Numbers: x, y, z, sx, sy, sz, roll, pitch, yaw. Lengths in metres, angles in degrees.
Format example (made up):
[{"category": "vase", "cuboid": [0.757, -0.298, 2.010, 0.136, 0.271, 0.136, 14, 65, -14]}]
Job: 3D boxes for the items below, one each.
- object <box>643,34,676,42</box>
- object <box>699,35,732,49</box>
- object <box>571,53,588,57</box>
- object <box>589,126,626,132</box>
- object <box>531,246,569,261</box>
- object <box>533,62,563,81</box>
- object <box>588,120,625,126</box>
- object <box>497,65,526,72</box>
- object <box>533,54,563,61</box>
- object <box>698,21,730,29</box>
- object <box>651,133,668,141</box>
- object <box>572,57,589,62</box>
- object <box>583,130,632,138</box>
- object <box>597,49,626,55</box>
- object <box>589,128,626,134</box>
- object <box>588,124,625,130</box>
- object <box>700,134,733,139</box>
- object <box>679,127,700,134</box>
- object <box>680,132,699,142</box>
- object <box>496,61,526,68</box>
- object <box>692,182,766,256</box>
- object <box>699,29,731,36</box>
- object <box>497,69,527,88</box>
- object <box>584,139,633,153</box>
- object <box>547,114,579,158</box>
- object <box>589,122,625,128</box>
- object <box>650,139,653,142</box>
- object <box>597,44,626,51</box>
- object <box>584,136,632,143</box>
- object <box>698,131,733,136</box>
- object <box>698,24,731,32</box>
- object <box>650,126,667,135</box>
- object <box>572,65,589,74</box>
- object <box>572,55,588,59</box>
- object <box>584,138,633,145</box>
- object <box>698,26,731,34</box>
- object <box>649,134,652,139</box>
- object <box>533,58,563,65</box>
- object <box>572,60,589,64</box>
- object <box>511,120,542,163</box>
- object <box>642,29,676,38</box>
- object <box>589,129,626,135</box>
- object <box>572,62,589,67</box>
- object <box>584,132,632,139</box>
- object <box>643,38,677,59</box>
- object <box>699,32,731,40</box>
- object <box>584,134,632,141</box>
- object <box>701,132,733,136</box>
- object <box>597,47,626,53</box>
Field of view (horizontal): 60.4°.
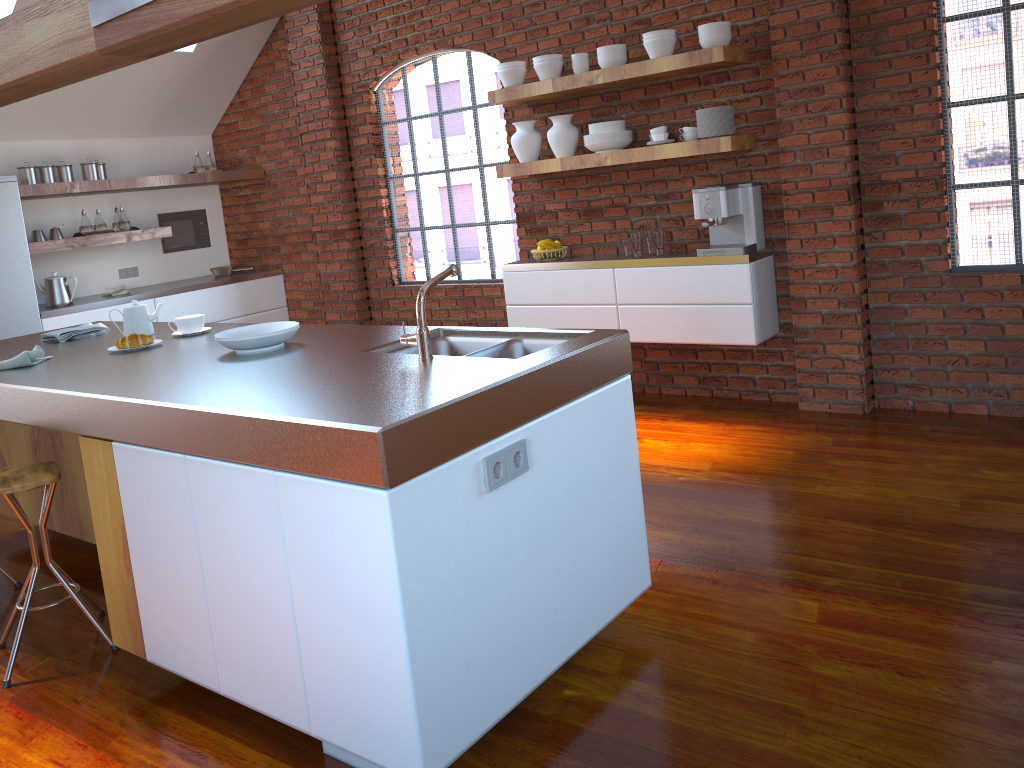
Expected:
[{"category": "object", "cuboid": [0.801, -1.823, 4.755, 0.179, 0.102, 0.185, -5, 11, 8]}, {"category": "object", "cuboid": [1.061, -1.771, 4.584, 0.166, 0.060, 0.168, -9, 12, -12]}, {"category": "object", "cuboid": [0.397, -1.889, 5.124, 0.099, 0.060, 0.100, -9, 11, -12]}, {"category": "object", "cuboid": [0.550, -1.445, 5.062, 0.213, 0.054, 0.218, 1, 14, 29]}, {"category": "object", "cuboid": [0.237, -0.807, 5.470, 0.235, 0.070, 0.240, -7, 12, -4]}, {"category": "object", "cuboid": [0.221, -1.840, 5.210, 0.181, 0.102, 0.183, -10, 12, -15]}, {"category": "object", "cuboid": [0.547, -1.474, 5.059, 0.213, 0.054, 0.218, 1, 14, 29]}, {"category": "object", "cuboid": [0.003, -1.865, 5.329, 0.181, 0.102, 0.183, -10, 12, -15]}, {"category": "object", "cuboid": [0.216, -1.883, 5.205, 0.181, 0.102, 0.183, -10, 12, -15]}, {"category": "object", "cuboid": [1.053, -1.838, 4.577, 0.166, 0.060, 0.168, -9, 12, -12]}, {"category": "object", "cuboid": [0.812, -1.348, 4.824, 0.092, 0.046, 0.101, 1, 14, 32]}, {"category": "object", "cuboid": [0.400, -1.864, 5.126, 0.099, 0.060, 0.100, -9, 11, -12]}, {"category": "object", "cuboid": [0.554, -1.415, 5.066, 0.281, 0.054, 0.288, -1, 13, 21]}, {"category": "object", "cuboid": [0.567, -1.849, 4.976, 0.165, 0.060, 0.169, 1, 14, 32]}, {"category": "object", "cuboid": [0.552, -1.434, 5.064, 0.213, 0.054, 0.218, 1, 14, 29]}, {"category": "object", "cuboid": [0.549, -1.455, 5.061, 0.213, 0.054, 0.218, 1, 14, 29]}, {"category": "object", "cuboid": [1.086, -1.310, 4.667, 0.197, 0.013, 0.196, -15, 15, -34]}, {"category": "object", "cuboid": [0.982, -1.381, 4.816, 0.093, 0.058, 0.101, -12, 13, -27]}, {"category": "object", "cuboid": [0.981, -1.348, 4.816, 0.092, 0.046, 0.100, -10, 12, -17]}, {"category": "object", "cuboid": [0.001, -1.887, 5.327, 0.181, 0.102, 0.183, -10, 12, -15]}, {"category": "object", "cuboid": [1.149, -0.887, 4.708, 0.270, 0.365, 0.386, 0, 12, 38]}, {"category": "object", "cuboid": [1.058, -1.800, 4.581, 0.166, 0.060, 0.168, -9, 12, -12]}, {"category": "object", "cuboid": [0.006, -1.844, 5.332, 0.181, 0.102, 0.183, -10, 12, -15]}, {"category": "object", "cuboid": [0.559, -1.365, 5.071, 0.281, 0.054, 0.288, -1, 13, 21]}, {"category": "object", "cuboid": [0.308, -1.477, 5.263, 0.192, 0.246, 0.196, -5, 9, 10]}, {"category": "object", "cuboid": [0.548, -1.464, 5.060, 0.213, 0.054, 0.218, 1, 14, 29]}, {"category": "object", "cuboid": [0.835, -1.376, 5.009, 0.092, 0.046, 0.101, -3, 12, 18]}, {"category": "object", "cuboid": [0.564, -1.874, 4.973, 0.165, 0.060, 0.169, 1, 14, 32]}, {"category": "object", "cuboid": [0.557, -1.386, 5.069, 0.281, 0.054, 0.288, -1, 13, 21]}, {"category": "object", "cuboid": [1.084, -1.324, 4.666, 0.197, 0.013, 0.196, -15, 15, -34]}, {"category": "object", "cuboid": [1.055, -1.824, 4.578, 0.166, 0.060, 0.168, -9, 12, -12]}, {"category": "object", "cuboid": [0.802, -1.379, 4.823, 0.091, 0.058, 0.102, -2, 12, 21]}, {"category": "object", "cuboid": [0.405, -1.822, 5.131, 0.099, 0.060, 0.100, -9, 11, -12]}, {"category": "object", "cuboid": [0.399, -1.876, 5.125, 0.099, 0.060, 0.100, -9, 11, -12]}, {"category": "object", "cuboid": [0.558, -1.375, 5.070, 0.281, 0.054, 0.288, -1, 13, 21]}, {"category": "object", "cuboid": [1.056, -1.813, 4.579, 0.166, 0.060, 0.168, -9, 12, -12]}, {"category": "object", "cuboid": [0.825, -1.407, 5.006, 0.092, 0.058, 0.102, -5, 11, 7]}, {"category": "object", "cuboid": [0.218, -1.861, 5.208, 0.181, 0.102, 0.183, -10, 12, -15]}, {"category": "object", "cuboid": [0.401, -1.851, 5.127, 0.099, 0.060, 0.100, -9, 11, -12]}, {"category": "object", "cuboid": [0.091, -1.491, 5.432, 0.193, 0.246, 0.195, -8, 9, -12]}, {"category": "object", "cuboid": [0.799, -1.845, 4.752, 0.179, 0.102, 0.185, -5, 11, 8]}, {"category": "object", "cuboid": [0.553, -1.424, 5.065, 0.213, 0.054, 0.218, 1, 14, 29]}, {"category": "object", "cuboid": [0.403, -1.838, 5.129, 0.099, 0.060, 0.100, -9, 11, -12]}, {"category": "object", "cuboid": [0.555, -1.405, 5.067, 0.281, 0.054, 0.288, -1, 13, 21]}, {"category": "object", "cuboid": [0.804, -1.802, 4.757, 0.179, 0.102, 0.185, -5, 11, 8]}, {"category": "object", "cuboid": [1.059, -1.787, 4.582, 0.166, 0.060, 0.168, -9, 12, -12]}, {"category": "object", "cuboid": [0.556, -1.396, 5.067, 0.281, 0.054, 0.288, -1, 13, 21]}, {"category": "object", "cuboid": [1.085, -1.319, 4.666, 0.197, 0.013, 0.196, -15, 15, -34]}, {"category": "object", "cuboid": [0.565, -1.861, 4.974, 0.165, 0.060, 0.169, 1, 14, 32]}]
